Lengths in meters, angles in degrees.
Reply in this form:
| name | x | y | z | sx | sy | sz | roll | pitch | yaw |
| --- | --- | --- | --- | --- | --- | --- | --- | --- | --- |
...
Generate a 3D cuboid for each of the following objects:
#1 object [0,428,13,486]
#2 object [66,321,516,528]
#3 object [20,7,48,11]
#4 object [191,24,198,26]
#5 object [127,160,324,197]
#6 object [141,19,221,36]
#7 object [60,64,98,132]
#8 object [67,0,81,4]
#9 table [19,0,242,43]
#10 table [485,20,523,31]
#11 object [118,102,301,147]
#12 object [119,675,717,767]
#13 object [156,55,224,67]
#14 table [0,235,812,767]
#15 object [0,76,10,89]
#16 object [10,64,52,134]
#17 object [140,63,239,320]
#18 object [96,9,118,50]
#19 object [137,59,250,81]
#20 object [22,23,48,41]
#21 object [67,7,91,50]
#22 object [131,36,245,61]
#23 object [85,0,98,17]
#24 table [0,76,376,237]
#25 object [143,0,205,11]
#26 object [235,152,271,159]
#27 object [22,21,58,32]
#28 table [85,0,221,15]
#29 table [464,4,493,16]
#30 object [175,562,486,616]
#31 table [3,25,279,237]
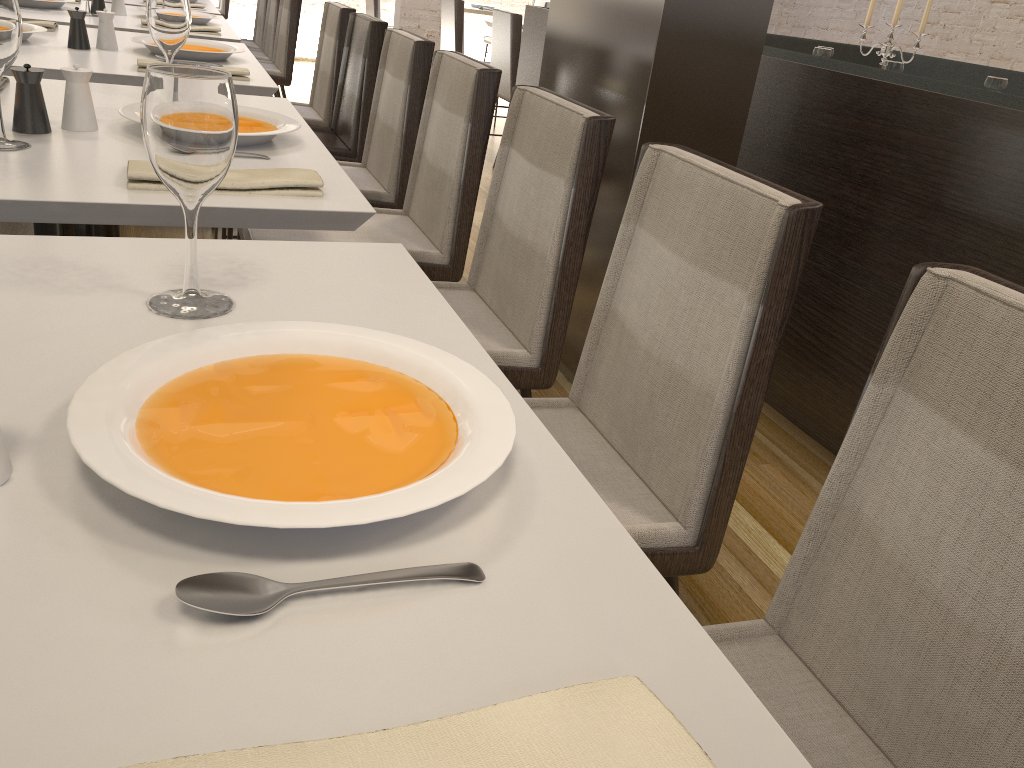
| name | x | y | z | sx | sy | sz | roll | pitch | yaw |
| --- | --- | --- | --- | --- | --- | --- | --- | --- | --- |
| object | -0.353 | 0.011 | 0.558 | 0.059 | 0.108 | 0.060 | -6 | 27 | -29 |
| object | -0.158 | 0.029 | 0.673 | 0.323 | 0.035 | 0.325 | -12 | 31 | -37 |
| object | -1.793 | -1.380 | 3.245 | 0.185 | 0.010 | 0.017 | -2 | 26 | -22 |
| object | -1.294 | -1.401 | 3.441 | 0.181 | 0.015 | 0.039 | -2 | 26 | -20 |
| object | -0.437 | -0.317 | 1.354 | 0.273 | 0.032 | 0.145 | -2 | 26 | -22 |
| object | -1.229 | -1.325 | 3.292 | 0.273 | 0.032 | 0.145 | -2 | 26 | -22 |
| object | -0.755 | -0.500 | 1.542 | 0.059 | 0.108 | 0.060 | -6 | 27 | -29 |
| object | -1.954 | -1.615 | 3.697 | 0.273 | 0.032 | 0.145 | -2 | 26 | -22 |
| table | -1.651 | -1.125 | 3.650 | 0.936 | 0.749 | 1.025 | -2 | 26 | -22 |
| table | 0.345 | -2.291 | 6.796 | 0.936 | 0.749 | 1.025 | -2 | 26 | -22 |
| object | -0.559 | -0.482 | 1.656 | 0.323 | 0.035 | 0.325 | -15 | 33 | -41 |
| object | -0.036 | 0.194 | 0.370 | 0.273 | 0.032 | 0.145 | -2 | 26 | -22 |
| object | -0.907 | -0.909 | 2.494 | 0.181 | 0.015 | 0.039 | -2 | 26 | -20 |
| table | -0.457 | 0.393 | 0.728 | 0.936 | 0.749 | 1.025 | -2 | 26 | -22 |
| object | -1.162 | -0.607 | 1.758 | 0.273 | 0.032 | 0.145 | -2 | 26 | -22 |
| object | -0.804 | -0.477 | 1.477 | 0.059 | 0.108 | 0.060 | -6 | 27 | -29 |
| object | -0.309 | -0.184 | 0.852 | 0.086 | 0.227 | 0.087 | 1 | 24 | -16 |
| object | -1.160 | -1.015 | 2.533 | 0.059 | 0.108 | 0.060 | -6 | 27 | -29 |
| object | -0.842 | -0.833 | 2.345 | 0.273 | 0.032 | 0.145 | -2 | 26 | -22 |
| object | -1.465 | -0.978 | 2.451 | 0.323 | 0.035 | 0.325 | -15 | 33 | -41 |
| object | -1.209 | -0.992 | 2.469 | 0.059 | 0.108 | 0.060 | -6 | 27 | -29 |
| object | -0.964 | -0.997 | 2.648 | 0.323 | 0.035 | 0.325 | -15 | 33 | -41 |
| object | -1.579 | -1.489 | 3.289 | 0.086 | 0.227 | 0.087 | 11 | 23 | 6 |
| table | -0.859 | -0.118 | 1.712 | 0.936 | 0.749 | 1.025 | -2 | 26 | -22 |
| object | -1.611 | -1.810 | 4.226 | 0.273 | 0.032 | 0.145 | -2 | 26 | -22 |
| object | -0.502 | -0.394 | 1.502 | 0.181 | 0.015 | 0.039 | -2 | 26 | -20 |
| object | -1.567 | -1.123 | 2.750 | 0.273 | 0.032 | 0.145 | -2 | 26 | -22 |
| table | -2.032 | -1.611 | 4.585 | 0.936 | 0.749 | 1.025 | -2 | 26 | -22 |
| table | -0.600 | -3.489 | 9.100 | 0.936 | 0.749 | 1.025 | -2 | 26 | -22 |
| object | -0.100 | 0.117 | 0.519 | 0.181 | 0.015 | 0.039 | -2 | 26 | -20 |
| table | -1.264 | -0.633 | 2.704 | 0.936 | 0.749 | 1.025 | -2 | 26 | -22 |
